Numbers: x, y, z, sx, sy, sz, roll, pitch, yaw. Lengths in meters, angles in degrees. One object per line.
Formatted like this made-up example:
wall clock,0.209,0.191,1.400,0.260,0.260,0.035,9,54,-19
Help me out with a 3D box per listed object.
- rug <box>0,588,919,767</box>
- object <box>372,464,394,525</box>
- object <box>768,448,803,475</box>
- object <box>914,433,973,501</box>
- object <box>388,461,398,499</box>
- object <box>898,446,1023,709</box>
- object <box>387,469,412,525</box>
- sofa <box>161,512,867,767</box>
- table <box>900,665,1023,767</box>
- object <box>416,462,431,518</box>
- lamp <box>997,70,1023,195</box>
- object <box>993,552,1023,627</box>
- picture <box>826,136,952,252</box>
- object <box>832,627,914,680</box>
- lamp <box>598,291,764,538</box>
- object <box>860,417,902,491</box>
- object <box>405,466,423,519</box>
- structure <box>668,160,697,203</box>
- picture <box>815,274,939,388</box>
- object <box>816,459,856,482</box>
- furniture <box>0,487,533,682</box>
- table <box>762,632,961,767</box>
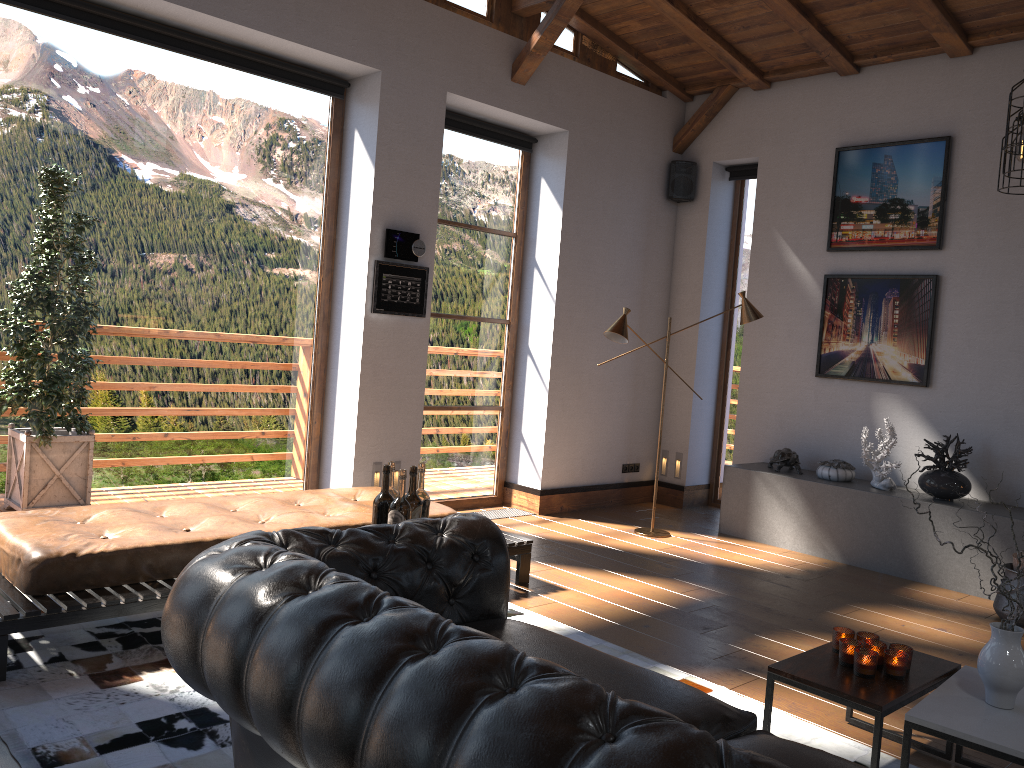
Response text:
rug,-0.570,1.155,3.493,2.460,0.053,3.766,2,4,-43
object,-0.480,0.447,3.342,0.088,0.286,0.087,4,2,-4
object,2.140,0.592,6.905,0.226,0.182,0.406,5,3,0
object,2.958,0.560,6.043,0.336,0.455,0.339,4,3,-18
object,-0.476,0.442,3.435,0.088,0.286,0.087,3,3,-31
object,1.547,0.619,2.811,0.626,0.807,0.402,3,3,-33
object,-0.413,0.456,3.265,0.087,0.286,0.088,5,2,23
sofa,0.225,0.905,1.938,1.254,0.838,2.537,2,4,-44
table,1.548,1.200,2.821,0.396,0.350,0.658,7,4,41
object,-0.361,0.450,3.457,0.088,0.286,0.087,3,3,-34
lamp,2.041,-1.837,3.301,0.259,2.200,0.812,6,3,37
object,3.007,1.171,5.118,0.386,0.431,0.382,4,3,-17
picture,2.819,-1.411,6.678,0.036,0.815,0.869,2,3,-44
object,1.263,0.946,3.121,0.247,0.081,0.302,4,3,-5
lamp,1.163,0.203,6.663,1.333,1.898,0.523,3,2,-23
object,2.618,0.492,6.308,0.258,0.532,0.430,5,3,15
object,-0.383,0.453,3.361,0.086,0.286,0.088,5,2,24
structure,1.523,-1.813,7.939,0.216,0.349,0.211,2,3,-44
picture,2.743,-0.420,6.715,0.036,0.815,0.869,2,3,-44
object,2.422,0.640,6.637,0.262,0.160,0.278,2,4,-41
furniture,-1.287,0.850,4.551,2.792,0.436,1.162,2,4,-44
table,1.233,1.160,3.116,0.658,0.350,0.396,2,4,-44
